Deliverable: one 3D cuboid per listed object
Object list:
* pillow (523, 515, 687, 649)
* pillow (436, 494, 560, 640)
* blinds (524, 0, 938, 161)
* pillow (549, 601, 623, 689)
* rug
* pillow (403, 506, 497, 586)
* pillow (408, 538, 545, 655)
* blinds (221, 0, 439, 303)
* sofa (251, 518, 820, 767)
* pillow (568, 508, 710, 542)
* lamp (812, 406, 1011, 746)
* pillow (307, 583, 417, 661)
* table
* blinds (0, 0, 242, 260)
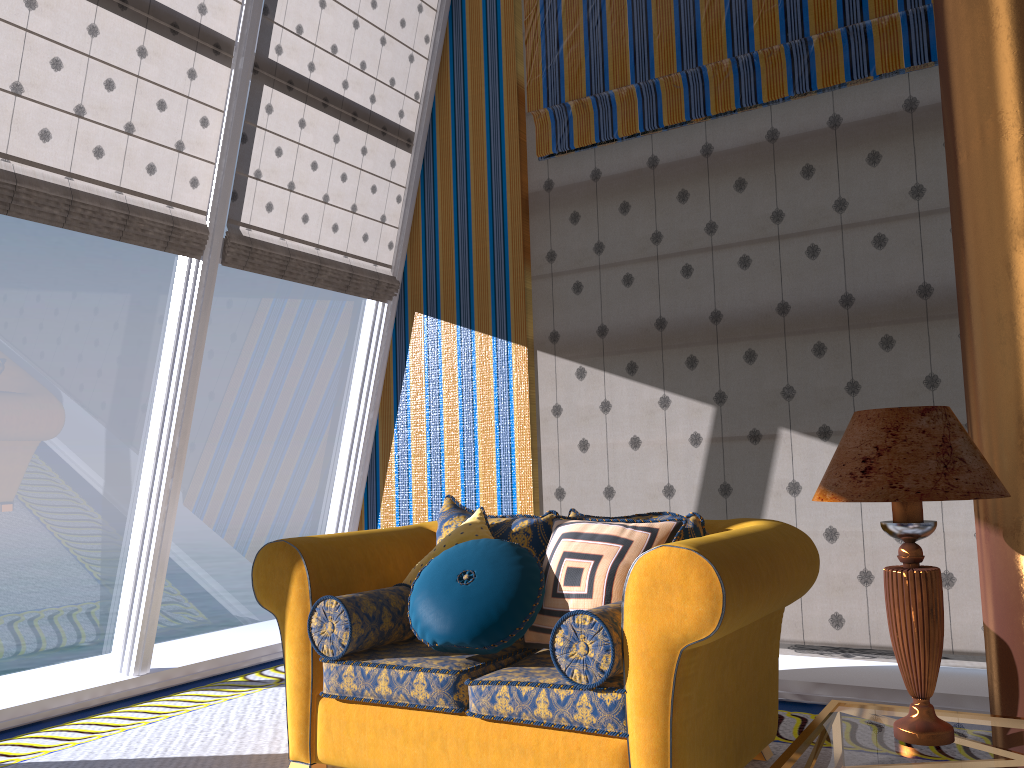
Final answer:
[{"bbox_3d":[0.301,0.678,2.992,0.517,0.455,0.330,-5,-6,30],"label":"pillow"},{"bbox_3d":[-0.108,0.768,3.457,0.595,0.672,0.358,-6,-7,39],"label":"pillow"},{"bbox_3d":[1.205,-2.897,4.625,2.637,2.987,0.153,-5,-6,30],"label":"blinds"},{"bbox_3d":[0.304,0.764,2.665,0.213,0.219,0.377,-6,-7,36],"label":"pillow"},{"bbox_3d":[0.468,1.224,2.040,6.201,0.011,3.629,-6,-7,30],"label":"rug"},{"bbox_3d":[-0.151,0.707,3.304,0.605,0.491,0.234,-6,-7,36],"label":"pillow"},{"bbox_3d":[-0.122,0.717,3.004,0.461,0.366,0.390,-1,-6,-9],"label":"pillow"},{"bbox_3d":[-0.808,-2.277,5.035,0.866,3.390,1.379,-5,-6,31],"label":"blinds"},{"bbox_3d":[0.068,0.938,3.196,1.830,0.853,1.022,-6,-7,32],"label":"sofa"},{"bbox_3d":[0.400,0.751,3.163,0.608,0.609,0.343,-6,-7,36],"label":"pillow"},{"bbox_3d":[0.970,0.452,2.147,0.444,0.782,0.449,-3,-6,16],"label":"lamp"},{"bbox_3d":[-0.519,0.848,3.189,0.213,0.219,0.381,-6,-7,35],"label":"pillow"},{"bbox_3d":[1.077,0.993,1.829,0.966,0.368,0.915,-5,-7,31],"label":"table"},{"bbox_3d":[-1.587,-2.383,3.759,0.866,3.390,1.379,-5,-6,31],"label":"blinds"}]
